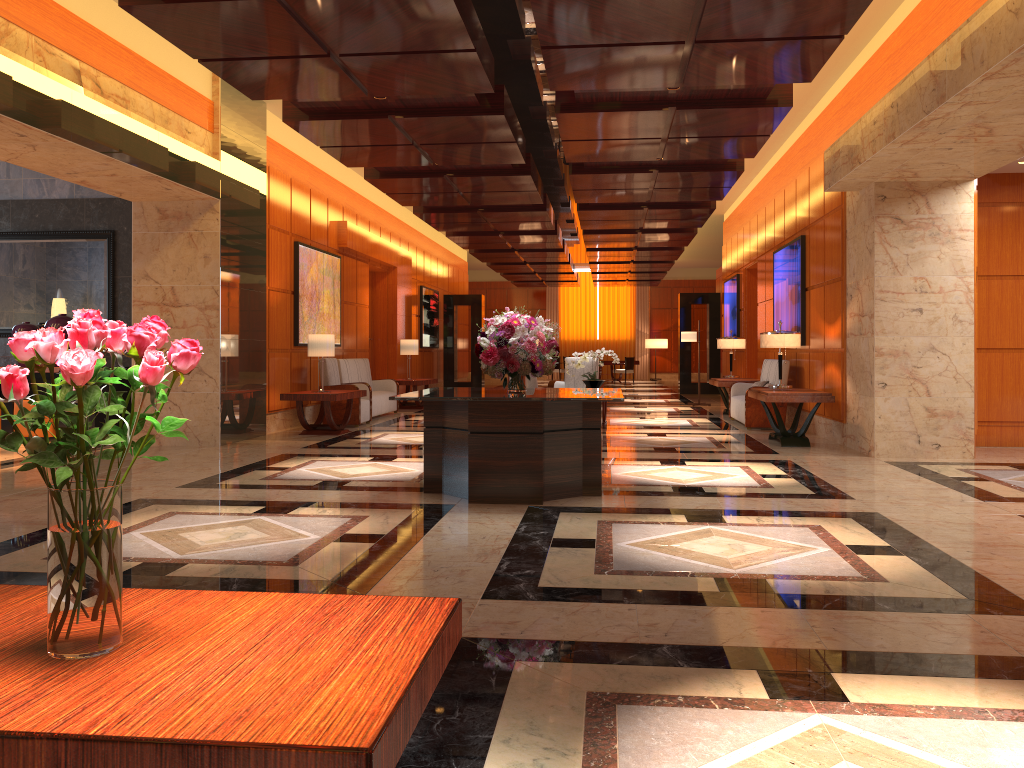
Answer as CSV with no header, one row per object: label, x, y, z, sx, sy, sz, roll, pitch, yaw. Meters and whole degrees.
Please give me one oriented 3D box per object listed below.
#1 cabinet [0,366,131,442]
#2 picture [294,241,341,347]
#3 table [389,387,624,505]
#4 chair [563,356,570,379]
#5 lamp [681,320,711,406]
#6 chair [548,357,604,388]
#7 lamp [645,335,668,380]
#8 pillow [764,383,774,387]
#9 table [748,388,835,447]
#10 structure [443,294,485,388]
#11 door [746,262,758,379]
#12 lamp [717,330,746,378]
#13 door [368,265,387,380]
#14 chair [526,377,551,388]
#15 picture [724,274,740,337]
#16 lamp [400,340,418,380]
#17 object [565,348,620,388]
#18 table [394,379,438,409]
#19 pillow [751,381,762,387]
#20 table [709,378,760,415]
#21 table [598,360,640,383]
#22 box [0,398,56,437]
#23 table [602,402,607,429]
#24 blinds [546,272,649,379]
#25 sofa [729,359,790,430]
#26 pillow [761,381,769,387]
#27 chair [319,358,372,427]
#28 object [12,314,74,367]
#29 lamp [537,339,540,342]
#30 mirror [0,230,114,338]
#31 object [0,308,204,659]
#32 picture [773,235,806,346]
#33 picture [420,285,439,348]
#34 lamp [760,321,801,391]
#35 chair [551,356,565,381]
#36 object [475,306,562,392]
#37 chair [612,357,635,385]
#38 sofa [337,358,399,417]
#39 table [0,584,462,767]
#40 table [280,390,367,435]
cabinet,-5.881,0.227,10.778,2.190,0.868,0.784,0,1,6
picture,-2.882,-1.288,13.268,0.056,1.452,1.997,0,1,6
table,0.038,0.433,6.766,1.600,0.745,1.601,0,2,6
chair,2.033,-0.500,30.167,0.576,0.894,0.584,0,1,34
lamp,3.549,-0.407,17.194,0.526,1.661,0.360,0,0,-4
chair,1.009,0.056,13.923,0.738,0.961,0.629,0,1,25
lamp,5.316,-0.974,32.616,0.811,1.661,0.811,0,0,-44
pillow,3.506,0.106,12.245,0.202,0.230,0.273,0,1,9
table,3.180,0.379,10.183,0.725,0.606,1.271,0,2,6
structure,-1.224,-1.026,22.672,0.985,2.498,0.500,0,0,6
door,4.568,-0.864,16.173,0.340,2.651,1.538,0,0,6
lamp,3.575,-0.494,14.457,0.459,0.794,0.458,0,0,-32
door,-2.734,-0.892,16.949,0.340,2.651,1.500,0,0,6
chair,0.390,0.164,10.990,0.628,0.961,0.738,0,1,-15
picture,4.565,-1.480,18.451,0.056,1.452,1.997,0,1,6
lamp,1.690,-0.254,11.047,0.335,0.734,13.002,0,2,-34
object,1.141,-0.206,12.526,0.788,0.617,0.417,0,1,-16
table,-1.863,0.185,16.394,0.725,0.534,1.168,0,2,9
pillow,3.608,0.068,13.122,0.195,0.227,0.344,0,1,11
table,3.637,0.225,14.380,0.725,0.606,1.271,0,2,6
table,3.082,-0.395,28.994,2.107,0.741,0.784,-1,1,-23
box,-5.897,0.396,10.633,1.132,0.427,0.489,0,1,6
table,1.072,0.355,12.413,0.722,0.496,1.561,0,2,9
blinds,3.220,-2.214,33.484,3.853,4.065,0.149,0,0,6
sofa,3.518,0.114,12.674,0.612,0.932,1.800,0,2,7
pillow,3.589,0.075,12.686,0.160,0.253,0.358,0,1,3
chair,-2.378,0.105,12.603,0.628,0.961,0.738,0,1,5
object,-5.778,-0.537,10.895,0.861,0.652,0.520,0,1,5
lamp,0.699,-0.992,33.119,0.811,1.661,0.811,0,0,-44
mirror,-5.843,-1.254,11.147,1.766,1.338,0.029,0,0,6
object,-0.742,0.165,1.552,0.350,0.596,0.327,0,0,26
picture,3.931,-1.265,12.625,0.056,1.452,1.997,0,1,6
picture,-1.988,-1.591,21.482,0.056,1.452,1.997,0,1,6
lamp,3.126,-0.334,10.327,0.458,0.810,0.459,0,0,15
chair,1.582,-0.457,28.992,0.576,0.894,0.584,0,1,44
object,0.039,-0.270,6.787,0.650,0.658,0.680,0,1,-3
chair,3.590,-0.424,28.111,0.584,0.894,0.576,0,1,-41
sofa,-2.316,0.058,14.222,0.612,0.932,1.800,0,2,7
table,-0.724,0.730,1.578,1.167,0.534,0.725,0,1,6
table,-2.404,0.368,11.413,0.725,0.534,1.168,0,2,9
